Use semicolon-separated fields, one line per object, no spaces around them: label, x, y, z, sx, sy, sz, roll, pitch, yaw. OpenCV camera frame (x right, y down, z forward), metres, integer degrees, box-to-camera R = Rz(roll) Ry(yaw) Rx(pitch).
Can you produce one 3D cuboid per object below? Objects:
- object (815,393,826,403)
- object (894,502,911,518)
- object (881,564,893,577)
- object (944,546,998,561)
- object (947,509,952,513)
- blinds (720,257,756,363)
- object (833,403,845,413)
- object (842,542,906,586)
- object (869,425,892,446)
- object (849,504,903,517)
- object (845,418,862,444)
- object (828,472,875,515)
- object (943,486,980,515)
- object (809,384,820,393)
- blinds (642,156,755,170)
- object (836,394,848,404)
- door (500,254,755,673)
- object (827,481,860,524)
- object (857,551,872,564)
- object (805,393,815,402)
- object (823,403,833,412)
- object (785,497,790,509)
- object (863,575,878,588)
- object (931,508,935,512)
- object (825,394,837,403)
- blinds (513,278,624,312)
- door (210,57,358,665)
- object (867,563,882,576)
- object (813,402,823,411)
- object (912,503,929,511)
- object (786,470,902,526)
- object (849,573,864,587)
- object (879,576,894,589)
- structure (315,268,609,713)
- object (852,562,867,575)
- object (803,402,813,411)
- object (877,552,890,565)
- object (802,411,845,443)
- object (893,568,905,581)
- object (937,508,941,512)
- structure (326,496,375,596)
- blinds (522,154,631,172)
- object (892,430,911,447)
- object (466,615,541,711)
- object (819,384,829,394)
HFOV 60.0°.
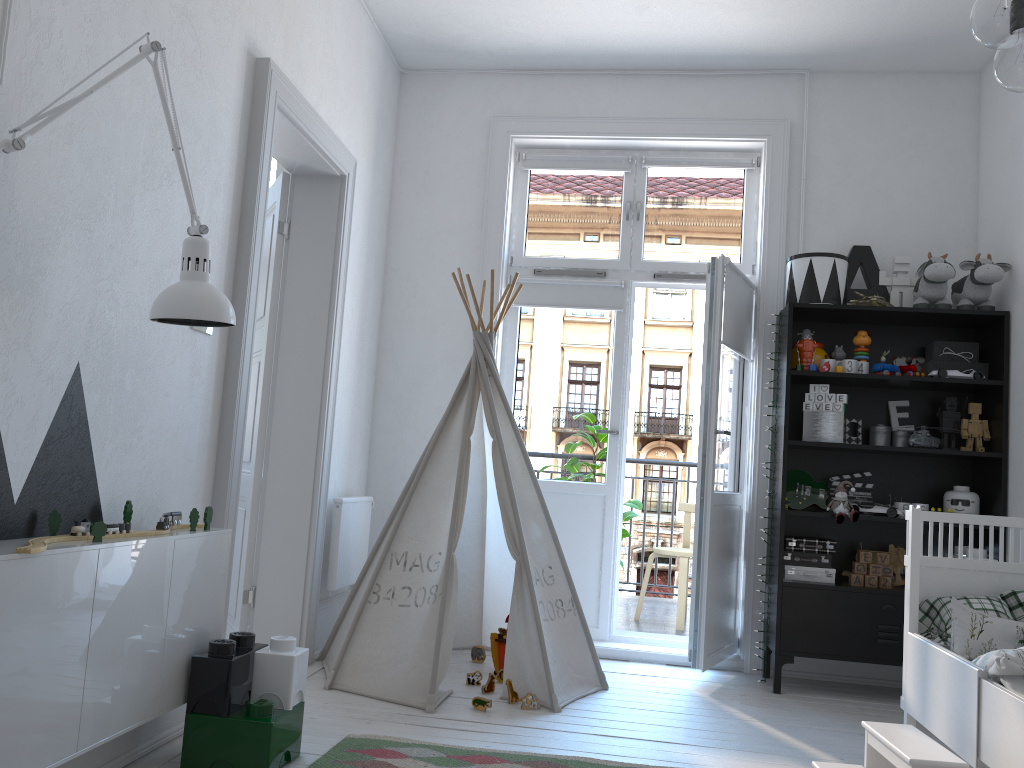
object;1.362;0.064;3.914;0.040;0.040;0.040;1;-6;28
object;1.713;0.553;3.892;0.067;0.067;0.067;2;-6;22
object;1.621;0.807;3.848;0.050;0.050;0.050;3;-6;8
object;1.973;0.804;3.820;0.132;0.199;0.267;3;-6;8
object;1.869;0.560;3.792;0.031;0.054;0.042;8;-7;-37
blinds;1.064;-0.333;4.141;0.032;0.390;0.566;1;-6;28
object;1.431;0.105;3.880;0.040;0.040;0.040;0;-7;38
object;1.654;0.805;3.952;0.337;0.186;0.111;2;-6;23
object;1.677;0.241;4.042;0.095;0.110;0.095;3;-6;13
object;1.583;0.552;3.870;0.230;0.048;0.098;0;-7;33
object;1.575;0.227;4.092;0.070;0.134;0.028;3;-5;8
object;1.543;0.492;4.033;0.201;0.199;0.048;3;-5;8
object;1.958;0.526;3.865;0.139;0.162;0.139;6;-6;-17
object;1.339;0.023;3.929;0.040;0.040;0.040;3;-6;13
blinds;0.951;-1.130;4.526;0.565;0.060;0.032;3;-6;8
object;1.445;0.066;3.879;0.040;0.040;0.040;0;-7;33
door;0.496;0.327;4.205;1.263;1.837;0.637;3;-6;10
object;1.415;0.504;3.779;0.110;0.185;0.129;4;-6;-5
object;1.531;0.752;3.851;0.050;0.050;0.050;3;-6;8
object;1.320;0.063;3.932;0.040;0.040;0.040;2;-6;18
object;1.389;0.104;3.898;0.040;0.040;0.040;2;-6;23
object;1.239;0.540;4.018;0.042;0.054;0.031;2;-6;18
object;1.546;0.850;3.826;0.050;0.050;0.050;3;-6;13
object;1.794;0.554;3.779;0.042;0.054;0.031;7;-6;-32
object;1.404;0.065;3.896;0.040;0.040;0.040;0;-7;38
blinds;0.289;-0.462;4.546;0.565;0.158;0.032;3;-5;8
door;-0.980;0.056;3.586;0.505;2.175;1.466;5;-6;-7
object;1.565;0.802;3.829;0.050;0.050;0.050;3;-6;8
object;1.351;0.104;3.922;0.040;0.040;0.040;3;-6;13
object;1.766;0.551;3.837;0.067;0.067;0.067;2;-6;22
object;1.504;0.524;4.062;0.542;0.239;0.093;3;-6;9
object;1.488;0.847;3.834;0.050;0.050;0.050;3;-6;8
object;1.612;0.854;3.817;0.050;0.050;0.050;0;-7;38
structure;-0.157;0.347;3.752;1.143;1.748;1.144;6;-6;-16
object;1.511;0.801;3.857;0.050;0.050;0.050;3;-6;8
object;1.312;0.102;3.930;0.040;0.040;0.040;2;-6;23
object;1.610;0.756;3.842;0.050;0.050;0.050;1;-6;28
object;1.382;0.195;3.929;0.170;0.138;0.124;2;-6;23
object;1.814;0.850;4.016;0.347;0.120;0.034;3;-5;8
object;1.843;0.562;3.825;0.042;0.054;0.031;3;-6;8
structure;-0.729;0.753;4.108;0.075;0.460;0.636;4;-6;5
blinds;0.336;-1.150;4.611;0.565;0.087;0.032;3;-6;8
object;1.763;0.245;3.945;0.078;0.091;0.246;4;-6;3
object;0.018;1.069;3.563;0.385;0.283;0.857;4;-6;0
object;1.377;0.024;3.913;0.040;0.040;0.040;2;-6;18
